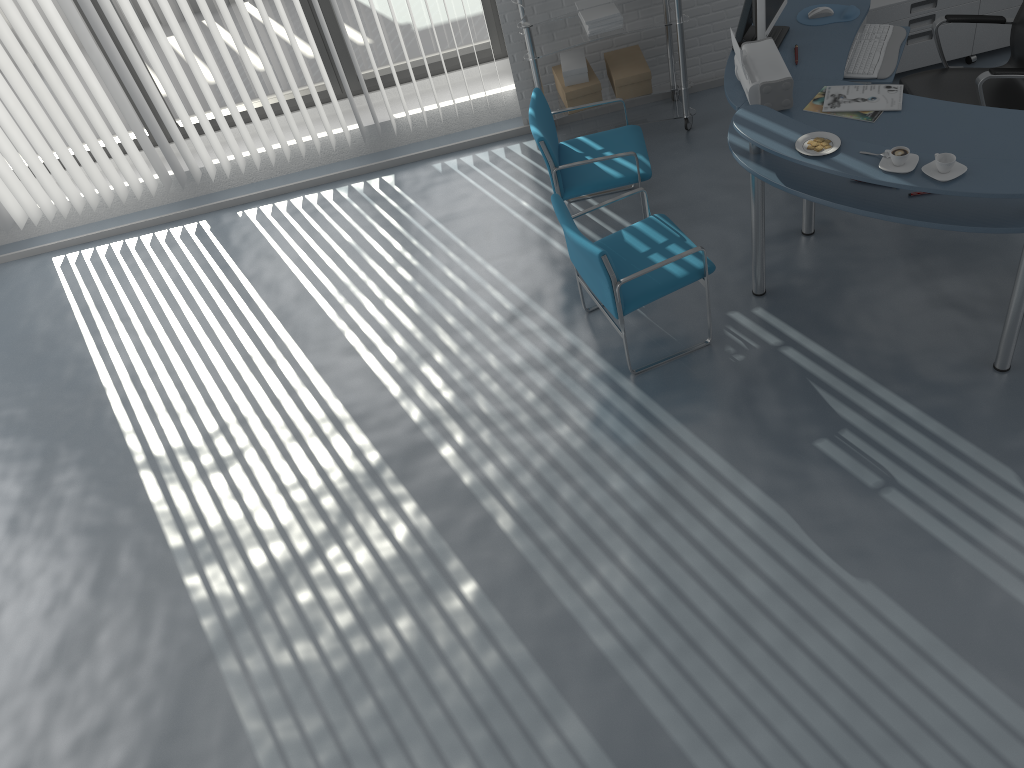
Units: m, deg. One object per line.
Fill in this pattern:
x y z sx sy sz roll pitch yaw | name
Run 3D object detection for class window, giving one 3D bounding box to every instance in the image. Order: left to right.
-1.965 -2.715 4.964 3.635 2.562 0.008 -13 45 4 | window

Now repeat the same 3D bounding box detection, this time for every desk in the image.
1.638 -0.929 3.810 1.402 0.900 2.282 -30 46 -13 | desk

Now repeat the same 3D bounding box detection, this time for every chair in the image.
0.414 -1.106 4.485 0.543 0.707 0.542 -9 45 8 | chair
0.537 -0.506 3.865 0.543 0.707 0.542 -23 45 -7 | chair
2.192 -1.387 4.056 0.652 0.948 0.584 -9 45 8 | chair

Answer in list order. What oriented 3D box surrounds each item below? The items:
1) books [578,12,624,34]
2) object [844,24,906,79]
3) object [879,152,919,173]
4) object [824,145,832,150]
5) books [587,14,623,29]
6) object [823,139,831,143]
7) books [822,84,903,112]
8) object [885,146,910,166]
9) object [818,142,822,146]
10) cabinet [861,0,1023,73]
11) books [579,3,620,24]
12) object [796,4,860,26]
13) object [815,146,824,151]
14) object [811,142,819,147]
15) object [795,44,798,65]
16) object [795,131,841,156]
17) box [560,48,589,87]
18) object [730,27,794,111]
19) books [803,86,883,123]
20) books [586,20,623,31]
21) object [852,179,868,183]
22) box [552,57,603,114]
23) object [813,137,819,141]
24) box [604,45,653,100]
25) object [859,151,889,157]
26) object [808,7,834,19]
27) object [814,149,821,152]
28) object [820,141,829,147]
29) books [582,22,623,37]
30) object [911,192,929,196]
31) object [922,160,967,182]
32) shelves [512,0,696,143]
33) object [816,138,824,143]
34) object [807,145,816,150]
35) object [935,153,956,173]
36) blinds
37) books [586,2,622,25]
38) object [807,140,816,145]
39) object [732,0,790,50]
0.482 -1.997 4.845 0.190 0.015 0.270 -16 45 1 | books
1.616 -1.517 4.025 0.276 0.028 0.478 11 51 25 | object
1.348 -0.769 3.091 0.119 0.016 0.119 17 54 30 | object
1.154 -0.869 3.246 0.027 0.005 0.025 -20 45 -3 | object
0.483 -2.018 4.821 0.190 0.015 0.270 -14 45 3 | books
1.159 -0.894 3.269 0.025 0.005 0.027 -36 48 -19 | object
1.450 -1.181 3.664 0.300 0.010 0.200 6 49 21 | books
1.341 -0.791 3.080 0.062 0.049 0.078 -20 45 -3 | object
1.134 -0.882 3.265 0.025 0.005 0.027 -23 45 -6 | object
2.529 -2.118 4.999 1.259 0.484 0.447 -13 45 4 | cabinet
0.460 -2.030 4.797 0.190 0.015 0.270 -15 45 2 | books
1.499 -1.770 4.210 0.285 0.026 0.213 -3 46 14 | object
1.124 -0.863 3.243 0.027 0.005 0.025 -27 45 -10 | object
1.115 -0.883 3.265 0.025 0.005 0.027 -9 45 8 | object
1.286 -1.487 4.007 0.013 0.013 0.178 0 47 17 | object
1.126 -0.880 3.264 0.162 0.011 0.162 21 56 32 | object
0.351 -1.783 4.991 0.139 0.090 0.234 -9 45 8 | box
1.051 -1.363 3.772 0.197 0.273 0.392 -9 45 8 | object
1.390 -1.158 3.663 0.300 0.005 0.200 24 57 33 | books
0.487 -2.012 4.836 0.190 0.015 0.270 -12 45 5 | books
1.338 -0.745 3.271 0.178 0.013 0.013 18 54 30 | object
0.374 -1.707 5.069 0.207 0.133 0.347 -16 45 1 | box
1.134 -0.906 3.288 0.025 0.005 0.027 -36 48 -18 | object
0.660 -1.771 5.047 0.207 0.133 0.347 -13 45 5 | box
1.292 -0.820 3.151 0.119 0.021 0.025 26 59 35 | object
1.465 -1.766 4.206 0.115 0.035 0.054 -6 46 11 | object
1.122 -0.859 3.247 0.027 0.005 0.025 -33 47 -16 | object
1.148 -0.881 3.253 0.025 0.005 0.027 -19 45 -2 | object
0.485 -1.987 4.855 0.190 0.015 0.270 -14 45 3 | books
1.529 -0.691 3.164 0.200 0.010 0.011 -6 46 11 | object
1.468 -0.726 3.013 0.119 0.016 0.119 -28 46 -11 | object
0.536 -1.806 5.027 0.896 0.848 0.441 -12 45 5 | shelves
1.139 -0.901 3.276 0.025 0.005 0.027 25 58 34 | object
1.101 -0.871 3.264 0.027 0.005 0.025 16 53 29 | object
1.465 -0.748 3.001 0.062 0.049 0.078 3 48 19 | object
-2.298 -2.310 4.625 4.001 2.955 0.158 -13 45 4 | blinds
0.479 -2.033 4.816 0.190 0.015 0.270 -12 45 5 | books
1.109 -0.894 3.284 0.027 0.005 0.025 20 56 32 | object
1.130 -1.763 4.035 0.212 0.417 0.365 13 52 27 | object
